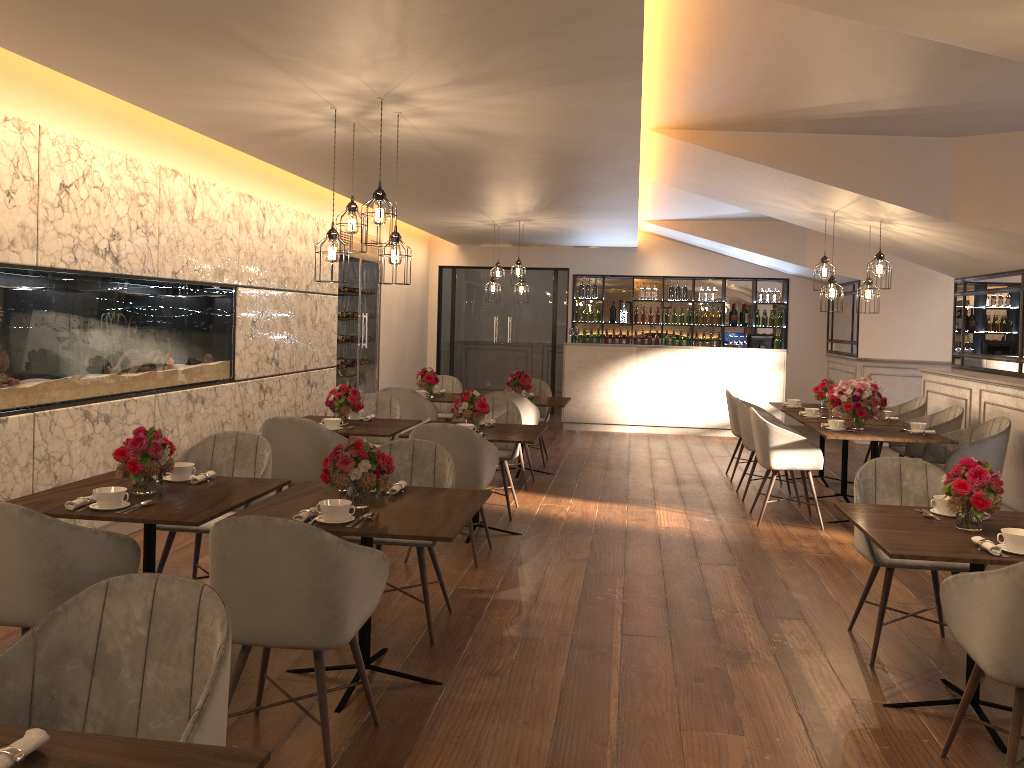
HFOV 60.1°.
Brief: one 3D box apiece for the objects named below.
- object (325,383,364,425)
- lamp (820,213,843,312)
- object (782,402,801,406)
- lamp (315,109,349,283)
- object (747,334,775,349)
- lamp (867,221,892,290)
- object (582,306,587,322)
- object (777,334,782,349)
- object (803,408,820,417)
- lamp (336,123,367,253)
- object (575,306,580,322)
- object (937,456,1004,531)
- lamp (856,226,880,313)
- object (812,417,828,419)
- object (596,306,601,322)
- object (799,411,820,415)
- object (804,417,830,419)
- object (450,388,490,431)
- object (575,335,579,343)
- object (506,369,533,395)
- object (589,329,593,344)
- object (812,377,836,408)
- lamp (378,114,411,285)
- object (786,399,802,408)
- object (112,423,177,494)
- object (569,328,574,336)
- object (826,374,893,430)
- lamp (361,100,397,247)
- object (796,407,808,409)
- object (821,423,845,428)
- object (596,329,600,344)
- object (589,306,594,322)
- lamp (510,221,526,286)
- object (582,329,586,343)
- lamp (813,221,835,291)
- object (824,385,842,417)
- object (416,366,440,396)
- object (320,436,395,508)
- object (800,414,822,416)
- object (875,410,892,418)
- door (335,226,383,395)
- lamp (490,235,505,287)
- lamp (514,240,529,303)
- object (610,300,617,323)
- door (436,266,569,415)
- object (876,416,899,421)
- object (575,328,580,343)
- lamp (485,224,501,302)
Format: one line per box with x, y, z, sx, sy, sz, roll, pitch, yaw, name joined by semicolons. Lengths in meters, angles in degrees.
-1.212;0.136;6.330;0.305;0.301;0.234;3;3;30;object
2.724;-1.641;7.466;0.175;2.069;0.175;2;1;9;lamp
2.749;0.199;8.707;0.175;0.039;0.056;2;3;8;object
-0.982;-1.603;4.940;0.175;2.069;0.175;2;1;9;lamp
3.410;-0.518;12.097;0.408;0.328;0.130;1;1;-15;object
3.023;-1.809;7.218;0.175;2.069;0.175;2;1;9;lamp
1.148;-1.111;14.008;0.065;0.261;0.066;1;1;-14;object
4.112;-0.641;13.601;0.065;0.261;0.066;1;1;-14;object
2.611;0.251;7.707;0.148;0.072;0.148;-1;5;-40;object
-0.932;-1.819;5.262;0.175;2.069;0.175;2;1;9;lamp
1.039;-1.115;14.024;0.065;0.261;0.066;1;1;-14;object
1.809;0.422;3.497;0.234;0.301;0.305;3;3;27;object
3.064;-1.638;7.546;0.175;2.069;0.175;2;1;9;lamp
2.613;0.288;7.593;0.197;0.015;0.043;2;4;4;object
1.367;-1.103;13.978;0.065;0.261;0.066;1;1;-14;object
2.626;0.260;7.820;0.175;0.039;0.056;2;3;8;object
2.625;0.292;7.627;0.211;0.004;0.022;2;4;8;object
-0.276;0.173;6.171;0.305;0.301;0.234;4;3;40;object
1.029;-0.753;14.029;0.065;0.261;0.066;1;1;-14;object
0.060;-0.001;8.675;0.234;0.301;0.306;0;3;-35;object
1.248;-0.745;13.998;0.065;0.261;0.066;1;1;-14;object
3.042;0.082;8.567;0.305;0.301;0.234;0;3;-35;object
-0.643;-1.600;5.020;0.175;2.069;0.175;2;1;9;lamp
2.734;0.190;8.594;0.148;0.072;0.148;-1;5;-40;object
-1.571;0.313;3.780;0.234;0.301;0.305;2;3;10;object
0.821;-0.673;12.292;0.065;0.207;0.065;1;1;-1;object
2.691;0.136;6.880;0.419;0.425;0.406;1;2;-4;object
-0.683;-1.771;4.692;0.175;2.069;0.175;2;1;9;lamp
2.737;0.227;8.480;0.197;0.015;0.043;2;4;4;object
2.497;0.324;6.897;0.175;0.039;0.056;2;3;8;object
1.357;-0.741;13.983;0.065;0.261;0.066;1;1;-14;object
1.257;-1.107;13.993;0.065;0.261;0.066;1;1;-14;object
0.097;-2.178;10.292;0.175;2.069;0.175;2;1;9;lamp
1.139;-0.749;14.014;0.065;0.261;0.066;1;1;-14;object
2.775;-1.857;7.788;0.175;2.069;0.175;2;1;9;lamp
2.857;0.138;7.768;0.234;0.301;0.305;3;3;27;object
-0.826;-0.034;8.790;0.234;0.301;0.306;1;3;-17;object
-0.632;0.350;3.619;0.305;0.301;0.234;1;2;-14;object
2.630;0.270;7.785;0.192;0.024;0.025;2;3;8;object
3.218;0.271;7.659;0.148;0.072;0.148;-1;5;-40;object
-1.837;-0.599;10.702;0.134;2.466;1.860;2;2;8;door
-0.152;-2.226;10.862;0.175;2.069;0.175;2;1;9;lamp
0.137;-2.007;10.620;0.175;2.069;0.175;2;1;9;lamp
1.594;-1.143;13.950;0.104;0.359;0.104;1;1;-20;object
-0.148;-0.707;14.239;2.106;2.332;0.274;2;1;8;door
3.202;0.295;7.546;0.175;0.039;0.056;2;3;8;object
0.907;-0.670;12.285;0.065;0.207;0.146;1;2;-1;object
-0.202;-2.010;10.539;0.175;2.069;0.175;2;1;9;lamp
